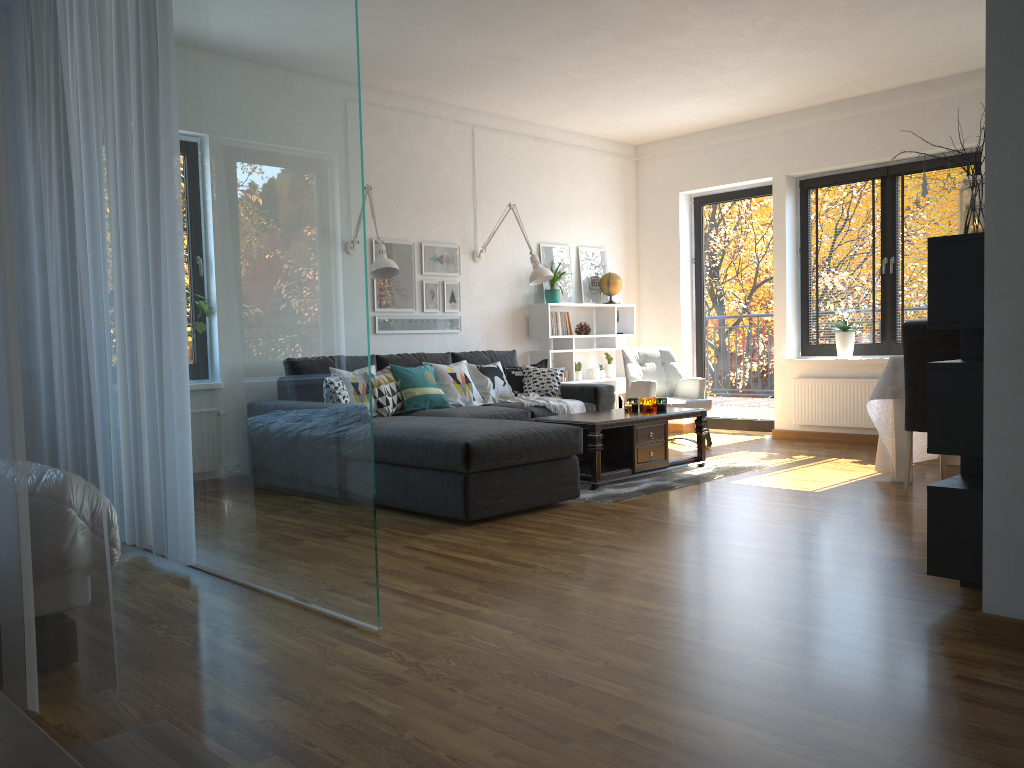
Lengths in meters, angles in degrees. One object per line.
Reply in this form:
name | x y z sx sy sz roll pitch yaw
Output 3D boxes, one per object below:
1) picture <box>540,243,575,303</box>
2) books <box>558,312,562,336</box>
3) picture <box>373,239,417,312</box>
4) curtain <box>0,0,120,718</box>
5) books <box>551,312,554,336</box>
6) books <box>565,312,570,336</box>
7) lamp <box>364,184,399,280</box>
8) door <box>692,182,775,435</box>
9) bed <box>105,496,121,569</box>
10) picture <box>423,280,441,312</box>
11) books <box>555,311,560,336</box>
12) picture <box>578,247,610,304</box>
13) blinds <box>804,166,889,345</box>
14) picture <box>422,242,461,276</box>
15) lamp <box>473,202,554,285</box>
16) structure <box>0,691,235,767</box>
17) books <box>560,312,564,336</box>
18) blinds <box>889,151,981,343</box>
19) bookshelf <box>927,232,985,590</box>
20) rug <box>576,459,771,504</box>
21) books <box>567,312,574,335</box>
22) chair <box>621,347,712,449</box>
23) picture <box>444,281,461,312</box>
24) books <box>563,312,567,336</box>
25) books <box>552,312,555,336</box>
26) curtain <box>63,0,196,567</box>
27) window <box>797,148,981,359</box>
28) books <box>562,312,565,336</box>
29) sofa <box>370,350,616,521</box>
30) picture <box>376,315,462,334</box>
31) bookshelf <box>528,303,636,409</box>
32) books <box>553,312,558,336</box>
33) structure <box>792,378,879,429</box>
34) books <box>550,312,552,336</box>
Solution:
picture | 0.400 -0.972 7.885 0.389 0.533 0.059 -5 5 -44
books | 0.367 -0.520 7.699 0.048 0.209 0.135 -5 5 -44
picture | -0.880 -0.811 6.663 0.389 0.534 0.013 -5 5 -44
curtain | -1.678 -0.556 1.508 1.807 2.735 0.154 -4 5 -42
books | 0.301 -0.514 7.633 0.033 0.210 0.136 -5 5 -44
books | 0.444 -0.526 7.776 0.061 0.211 0.128 -5 5 -43
lamp | -1.003 -1.041 6.089 0.200 0.670 0.698 -4 4 -35
door | 2.094 -0.675 8.219 0.119 2.277 0.976 -5 5 -44
bed | -2.652 0.466 2.453 2.440 0.763 2.165 -4 4 -44
picture | -0.629 -0.685 6.919 0.166 0.248 0.021 -5 5 -44
books | 0.351 -0.520 7.675 0.044 0.210 0.133 -5 5 -44
picture | 0.764 -0.998 8.240 0.389 0.533 0.059 -5 5 -44
blinds | 2.793 -1.045 7.418 0.049 1.423 0.710 -5 5 -44
picture | -0.557 -0.978 6.979 0.389 0.248 0.021 -4 4 -44
lamp | 0.020 -1.114 7.088 0.698 0.670 0.200 1 4 36
structure | 0.313 -1.031 0.510 2.684 4.135 4.579 2 4 45
books | 0.388 -0.522 7.718 0.044 0.209 0.133 -5 5 -45
blinds | 3.298 -1.034 6.902 0.049 1.423 0.710 -5 5 -44
bookshelf | 1.853 0.102 3.205 1.189 1.201 0.237 -5 5 -44
rug | 0.794 0.598 5.882 1.052 0.034 1.812 1 4 45
books | 0.470 -0.528 7.796 0.070 0.204 0.132 -5 5 -43
chair | 1.257 0.109 7.373 0.545 0.833 0.684 -3 3 -19
picture | -0.477 -0.696 7.067 0.166 0.248 0.021 -5 5 -44
books | 0.418 -0.524 7.750 0.044 0.208 0.133 -5 5 -44
books | 0.314 -0.517 7.643 0.035 0.209 0.129 -5 5 -44
curtain | -1.896 -0.668 4.043 0.153 2.735 1.807 -5 4 -42
window | 11.967 0.592 15.071 21.827 18.387 12.963 -2 3 -14
books | 0.403 -0.521 7.735 0.035 0.204 0.131 -5 5 -44
sofa | -0.086 0.205 5.891 2.507 0.848 2.163 -4 4 -44
picture | -0.711 -0.461 6.846 0.836 0.136 0.021 -4 4 -44
bookshelf | 0.664 -0.116 8.014 1.189 1.201 0.237 -5 5 -44
books | 0.329 -0.517 7.660 0.044 0.209 0.136 -5 5 -44
structure | 2.924 0.188 7.086 1.457 0.460 0.078 1 4 44
books | 0.286 -0.514 7.616 0.043 0.205 0.129 -5 5 -44
